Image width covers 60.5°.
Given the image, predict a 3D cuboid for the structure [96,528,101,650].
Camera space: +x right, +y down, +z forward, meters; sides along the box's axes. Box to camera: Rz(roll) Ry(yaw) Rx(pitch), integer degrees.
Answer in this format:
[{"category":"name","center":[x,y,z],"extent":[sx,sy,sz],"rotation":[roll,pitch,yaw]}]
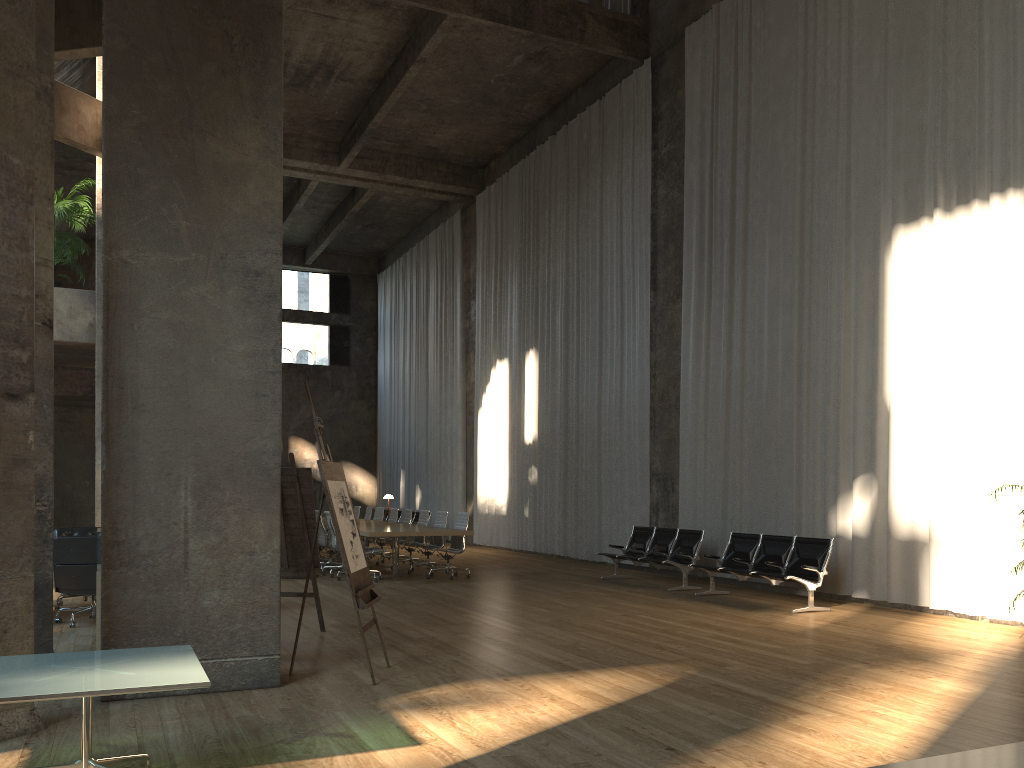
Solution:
[{"category":"structure","center":[-2.853,1.650,6.912],"extent":[0.744,1.012,0.737],"rotation":[1,-2,-25]}]

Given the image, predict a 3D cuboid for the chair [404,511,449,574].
[{"category":"chair","center":[-1.400,2.613,14.535],"extent":[0.699,1.023,0.667],"rotation":[1,-2,-21]}]

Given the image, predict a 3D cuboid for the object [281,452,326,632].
[{"category":"object","center":[-2.140,1.255,8.002],"extent":[0.701,2.143,0.685],"rotation":[0,0,7]}]

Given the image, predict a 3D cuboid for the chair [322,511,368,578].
[{"category":"chair","center":[-2.643,2.522,13.885],"extent":[0.699,1.023,0.667],"rotation":[1,-2,-16]}]

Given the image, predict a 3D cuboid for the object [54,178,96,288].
[{"category":"object","center":[-6.510,-2.100,12.573],"extent":[1.402,1.805,1.360],"rotation":[1,-2,-19]}]

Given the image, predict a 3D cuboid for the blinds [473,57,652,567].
[{"category":"blinds","center":[0.686,-0.771,18.331],"extent":[0.275,8.626,7.852],"rotation":[0,-3,-24]}]

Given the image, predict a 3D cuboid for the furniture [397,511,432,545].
[{"category":"furniture","center":[-2.753,3.767,23.104],"extent":[0.709,0.839,1.879],"rotation":[2,-6,-25]}]

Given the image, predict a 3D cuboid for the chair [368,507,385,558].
[{"category":"chair","center":[-2.930,3.014,17.828],"extent":[0.700,1.023,0.667],"rotation":[1,-2,-25]}]

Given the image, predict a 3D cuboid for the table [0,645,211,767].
[{"category":"table","center":[-2.260,1.469,3.580],"extent":[1.874,0.545,0.944],"rotation":[3,-6,-25]}]

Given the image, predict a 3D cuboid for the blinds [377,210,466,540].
[{"category":"blinds","center":[-2.939,0.190,26.212],"extent":[0.275,8.626,7.851],"rotation":[0,-3,-26]}]

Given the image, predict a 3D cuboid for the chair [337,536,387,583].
[{"category":"chair","center":[-2.249,2.428,13.115],"extent":[0.699,1.023,0.667],"rotation":[1,-2,-19]}]

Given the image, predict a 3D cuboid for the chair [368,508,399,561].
[{"category":"chair","center":[-2.529,2.912,16.985],"extent":[0.699,1.023,0.667],"rotation":[1,-2,-19]}]

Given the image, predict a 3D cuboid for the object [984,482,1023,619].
[{"category":"object","center":[4.791,1.589,7.696],"extent":[1.093,1.454,1.131],"rotation":[2,-3,-34]}]

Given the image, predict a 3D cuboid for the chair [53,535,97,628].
[{"category":"chair","center":[-4.153,1.929,8.716],"extent":[0.730,0.890,0.824],"rotation":[1,-3,-18]}]

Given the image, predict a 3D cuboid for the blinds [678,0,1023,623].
[{"category":"blinds","center":[4.301,-1.729,10.475],"extent":[0.275,8.626,7.852],"rotation":[0,-3,-24]}]

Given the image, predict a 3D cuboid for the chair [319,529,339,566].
[{"category":"chair","center":[-3.393,2.720,15.510],"extent":[0.699,1.023,0.667],"rotation":[1,-2,-19]}]

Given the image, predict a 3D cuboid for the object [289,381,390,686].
[{"category":"object","center":[-1.254,1.052,6.329],"extent":[0.684,2.143,0.702],"rotation":[0,0,1]}]

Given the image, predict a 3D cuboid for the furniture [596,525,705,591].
[{"category":"furniture","center":[1.990,2.527,12.925],"extent":[0.709,0.839,1.879],"rotation":[2,-6,-25]}]

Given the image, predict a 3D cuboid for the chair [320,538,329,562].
[{"category":"chair","center":[-3.759,2.818,16.311],"extent":[0.699,1.023,0.667],"rotation":[1,-2,-16]}]

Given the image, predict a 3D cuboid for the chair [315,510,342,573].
[{"category":"chair","center":[-3.008,2.616,14.660],"extent":[0.700,1.023,0.667],"rotation":[1,-2,-25]}]

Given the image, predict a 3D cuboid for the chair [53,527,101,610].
[{"category":"chair","center":[-4.865,2.087,10.020],"extent":[0.731,0.890,0.823],"rotation":[2,-3,-31]}]

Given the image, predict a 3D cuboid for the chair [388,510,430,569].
[{"category":"chair","center":[-1.785,2.714,15.368],"extent":[0.699,1.023,0.667],"rotation":[1,-2,-19]}]

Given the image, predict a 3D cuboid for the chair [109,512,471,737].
[{"category":"chair","center":[-3.610,2.353,12.541],"extent":[12.971,1.028,31.627],"rotation":[4,-8,-24]}]

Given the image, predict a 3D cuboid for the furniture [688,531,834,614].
[{"category":"furniture","center":[2.989,2.262,10.755],"extent":[0.709,0.839,1.879],"rotation":[2,-6,-25]}]

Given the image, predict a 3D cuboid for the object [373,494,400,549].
[{"category":"object","center":[-3.046,3.287,21.022],"extent":[0.571,1.295,0.660],"rotation":[0,-1,8]}]

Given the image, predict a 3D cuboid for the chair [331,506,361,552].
[{"category":"chair","center":[-3.676,3.203,19.380],"extent":[0.699,1.023,0.667],"rotation":[1,-2,-19]}]

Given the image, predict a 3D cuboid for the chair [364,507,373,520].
[{"category":"chair","center":[-3.288,3.109,18.607],"extent":[0.699,1.023,0.667],"rotation":[1,-2,-16]}]

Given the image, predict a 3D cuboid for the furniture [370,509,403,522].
[{"category":"furniture","center":[-3.752,4.032,25.274],"extent":[0.709,0.839,1.879],"rotation":[2,-6,-25]}]

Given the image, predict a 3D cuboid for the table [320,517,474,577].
[{"category":"table","center":[-2.900,2.941,16.202],"extent":[1.603,0.756,7.744],"rotation":[3,-8,-24]}]

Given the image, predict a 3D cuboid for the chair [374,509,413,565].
[{"category":"chair","center":[-2.164,2.814,16.184],"extent":[0.699,1.023,0.667],"rotation":[1,-2,-16]}]
